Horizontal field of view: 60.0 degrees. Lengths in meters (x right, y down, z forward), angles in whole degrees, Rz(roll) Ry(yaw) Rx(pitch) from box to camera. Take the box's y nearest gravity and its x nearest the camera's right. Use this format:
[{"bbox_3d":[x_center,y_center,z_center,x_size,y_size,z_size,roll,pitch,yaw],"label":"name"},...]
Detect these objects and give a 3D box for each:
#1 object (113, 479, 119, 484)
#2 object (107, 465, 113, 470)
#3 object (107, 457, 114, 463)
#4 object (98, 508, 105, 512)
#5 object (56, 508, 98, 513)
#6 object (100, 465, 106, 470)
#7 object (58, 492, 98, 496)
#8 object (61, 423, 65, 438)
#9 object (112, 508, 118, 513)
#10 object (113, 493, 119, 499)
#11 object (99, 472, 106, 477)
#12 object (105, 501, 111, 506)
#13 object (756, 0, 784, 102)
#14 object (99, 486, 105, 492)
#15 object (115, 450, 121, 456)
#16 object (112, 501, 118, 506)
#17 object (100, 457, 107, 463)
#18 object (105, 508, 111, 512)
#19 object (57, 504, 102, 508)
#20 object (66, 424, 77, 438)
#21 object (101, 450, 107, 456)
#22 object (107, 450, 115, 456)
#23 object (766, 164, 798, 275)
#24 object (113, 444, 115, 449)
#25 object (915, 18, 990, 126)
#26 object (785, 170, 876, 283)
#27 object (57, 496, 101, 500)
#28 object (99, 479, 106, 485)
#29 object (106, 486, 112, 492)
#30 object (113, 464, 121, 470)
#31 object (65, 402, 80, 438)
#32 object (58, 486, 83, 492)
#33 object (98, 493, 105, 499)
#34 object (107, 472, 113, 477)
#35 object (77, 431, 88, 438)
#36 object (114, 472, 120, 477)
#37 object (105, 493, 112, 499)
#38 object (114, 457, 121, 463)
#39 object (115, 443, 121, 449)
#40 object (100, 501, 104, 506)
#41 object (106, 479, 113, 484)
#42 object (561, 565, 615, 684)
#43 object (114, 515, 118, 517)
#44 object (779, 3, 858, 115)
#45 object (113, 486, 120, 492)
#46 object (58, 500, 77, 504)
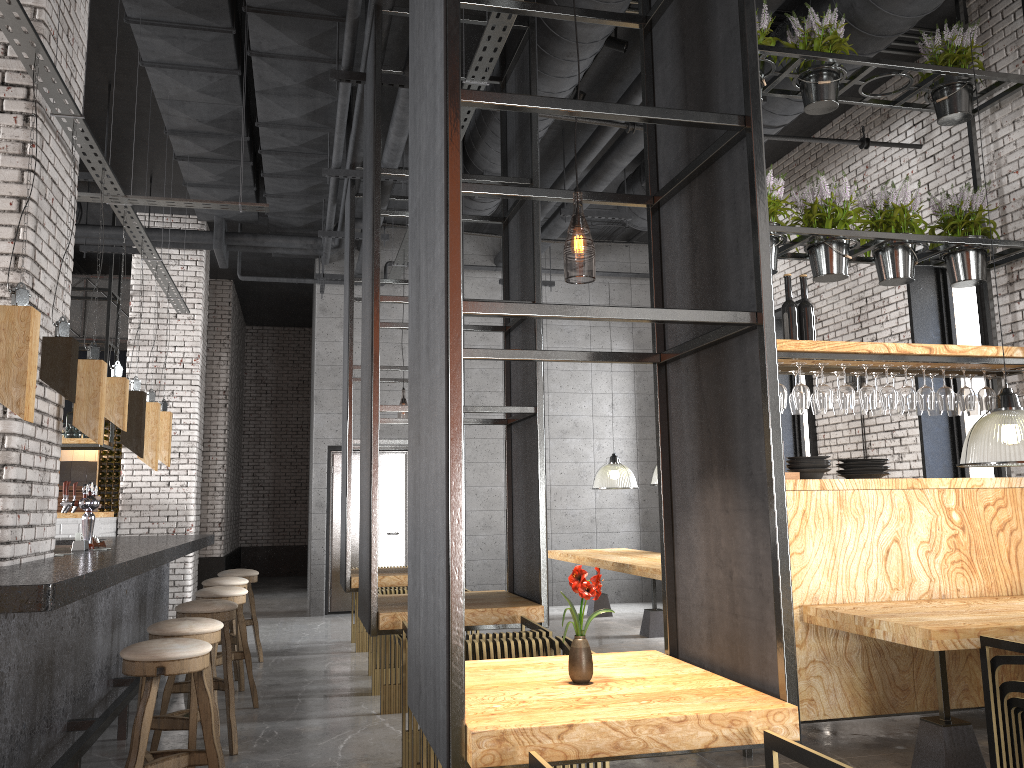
[{"bbox_3d":[-5.832,1.435,13.054,0.079,0.079,0.283,1,-8,-13],"label":"object"},{"bbox_3d":[-5.929,1.227,13.073,0.079,0.079,0.283,1,-8,-13],"label":"object"},{"bbox_3d":[-5.926,1.120,13.068,0.079,0.079,0.283,1,-8,-13],"label":"object"},{"bbox_3d":[-6.015,1.852,12.968,0.079,0.080,0.280,1,-8,-13],"label":"object"},{"bbox_3d":[-4.873,1.407,9.873,0.405,0.044,0.634,2,-8,-18],"label":"object"},{"bbox_3d":[-6.025,1.227,13.067,0.079,0.079,0.283,1,-8,-13],"label":"object"},{"bbox_3d":[-4.875,1.232,9.900,0.405,0.044,0.634,2,-8,-20],"label":"object"},{"bbox_3d":[-5.208,0.544,10.214,0.118,0.181,0.118,-4,-9,19],"label":"object"},{"bbox_3d":[-5.825,1.852,12.988,0.079,0.080,0.280,1,-8,-13],"label":"object"},{"bbox_3d":[-5.834,1.647,13.044,0.079,0.080,0.280,1,-8,-13],"label":"object"},{"bbox_3d":[-6.020,1.329,13.035,0.079,0.079,0.283,1,-8,-13],"label":"object"},{"bbox_3d":[-5.926,1.750,13.010,0.079,0.080,0.280,1,-8,-13],"label":"object"},{"bbox_3d":[1.467,-2.052,5.655,0.467,0.561,0.415,6,-11,-39],"label":"object"},{"bbox_3d":[-6.020,1.540,13.016,0.079,0.080,0.280,1,-8,-13],"label":"object"},{"bbox_3d":[-5.844,1.022,13.143,0.079,0.079,0.283,1,-8,-13],"label":"object"},{"bbox_3d":[-5.829,1.749,13.013,0.079,0.080,0.280,1,-8,-13],"label":"object"},{"bbox_3d":[-6.021,1.120,13.059,0.079,0.079,0.283,1,-8,-13],"label":"object"},{"bbox_3d":[-5.919,1.852,12.974,0.079,0.080,0.280,1,-8,-13],"label":"object"},{"bbox_3d":[-4.873,1.363,9.880,0.405,0.044,0.634,1,-8,-11],"label":"object"},{"bbox_3d":[-5.093,0.548,10.255,0.118,0.181,0.118,6,-11,-37],"label":"object"},{"bbox_3d":[-6.025,1.017,13.084,0.079,0.079,0.283,1,-8,-13],"label":"object"},{"bbox_3d":[-5.928,1.016,13.088,0.079,0.079,0.283,1,-8,-13],"label":"object"},{"bbox_3d":[1.504,-0.949,5.443,0.466,0.561,0.416,-8,-11,41],"label":"object"},{"bbox_3d":[-5.934,0.914,13.122,0.079,0.079,0.283,1,-8,-13],"label":"object"},{"bbox_3d":[2.947,-2.035,5.945,0.416,0.561,0.466,0,-8,-4],"label":"object"},{"bbox_3d":[1.985,-0.935,5.595,0.467,0.561,0.415,2,-9,-19],"label":"object"},{"bbox_3d":[-4.875,1.276,9.894,0.405,0.044,0.634,1,-8,-13],"label":"object"},{"bbox_3d":[-6.013,1.431,12.997,0.079,0.079,0.283,1,-8,-13],"label":"object"},{"bbox_3d":[-5.920,1.537,13.005,0.079,0.080,0.280,1,-8,-13],"label":"object"},{"bbox_3d":[-5.833,1.226,13.077,0.079,0.079,0.283,1,-8,-13],"label":"object"},{"bbox_3d":[-5.155,0.391,10.445,0.157,0.556,0.105,1,-9,-9],"label":"object"},{"bbox_3d":[-4.912,1.178,9.835,0.406,0.094,0.634,1,-8,-16],"label":"object"},{"bbox_3d":[-6.012,1.641,12.977,0.079,0.080,0.280,1,-8,-13],"label":"object"},{"bbox_3d":[-5.932,1.334,13.076,0.079,0.079,0.283,1,-8,-13],"label":"object"},{"bbox_3d":[-4.980,0.552,10.300,0.118,0.181,0.118,4,-10,-30],"label":"object"},{"bbox_3d":[-5.839,1.335,13.094,0.079,0.079,0.283,1,-8,-13],"label":"object"},{"bbox_3d":[-5.917,1.640,12.985,0.079,0.080,0.280,1,-8,-13],"label":"object"},{"bbox_3d":[-5.839,1.124,13.112,0.079,0.079,0.283,1,-8,-13],"label":"object"},{"bbox_3d":[-5.847,0.919,13.163,0.079,0.079,0.283,1,-8,-13],"label":"object"},{"bbox_3d":[-6.013,1.746,12.969,0.079,0.080,0.280,1,-8,-13],"label":"object"},{"bbox_3d":[-5.926,1.435,13.041,0.079,0.079,0.283,1,-8,-13],"label":"object"},{"bbox_3d":[0.240,0.759,2.822,0.156,0.356,0.170,-7,-11,34],"label":"object"},{"bbox_3d":[-5.830,1.960,12.995,0.079,0.080,0.280,1,-8,-13],"label":"object"},{"bbox_3d":[1.983,-2.048,5.742,0.467,0.561,0.415,-7,-10,34],"label":"object"},{"bbox_3d":[-5.832,1.541,13.045,0.079,0.080,0.280,1,-8,-13],"label":"object"},{"bbox_3d":[-4.874,1.319,9.887,0.405,0.044,0.634,1,-8,-17],"label":"object"}]
